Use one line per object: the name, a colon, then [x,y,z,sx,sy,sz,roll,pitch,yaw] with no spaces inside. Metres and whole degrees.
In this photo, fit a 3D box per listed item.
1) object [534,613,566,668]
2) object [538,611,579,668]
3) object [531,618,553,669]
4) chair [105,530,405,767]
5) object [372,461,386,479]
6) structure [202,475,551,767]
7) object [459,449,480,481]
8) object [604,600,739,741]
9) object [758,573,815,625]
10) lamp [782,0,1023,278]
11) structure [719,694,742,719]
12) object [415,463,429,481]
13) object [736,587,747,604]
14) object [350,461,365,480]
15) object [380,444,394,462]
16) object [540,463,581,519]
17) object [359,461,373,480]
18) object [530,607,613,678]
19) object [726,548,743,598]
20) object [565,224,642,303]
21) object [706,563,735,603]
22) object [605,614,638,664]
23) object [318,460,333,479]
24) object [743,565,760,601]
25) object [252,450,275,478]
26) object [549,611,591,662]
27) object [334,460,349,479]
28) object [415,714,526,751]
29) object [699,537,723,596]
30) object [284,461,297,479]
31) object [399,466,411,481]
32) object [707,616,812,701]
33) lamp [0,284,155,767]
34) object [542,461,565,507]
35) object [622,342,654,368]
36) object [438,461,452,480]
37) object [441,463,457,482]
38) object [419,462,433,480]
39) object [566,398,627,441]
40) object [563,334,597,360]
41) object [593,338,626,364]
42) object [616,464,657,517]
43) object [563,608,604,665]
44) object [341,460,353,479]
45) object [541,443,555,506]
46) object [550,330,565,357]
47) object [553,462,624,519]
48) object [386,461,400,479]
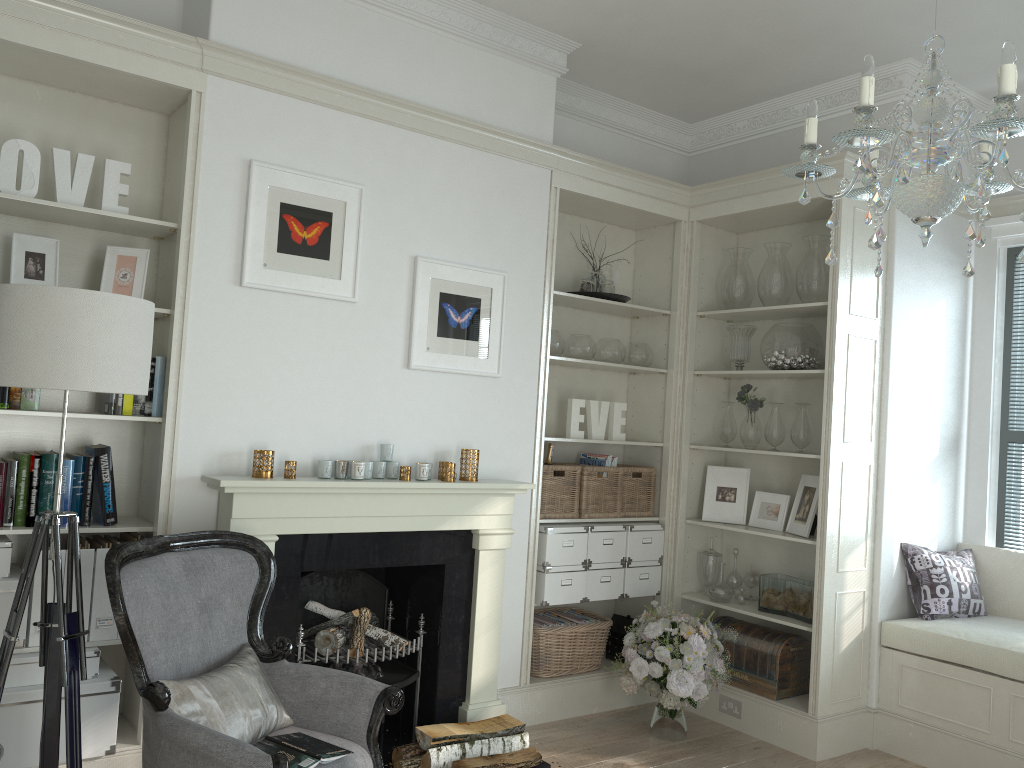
object: [0.161,1.326,4.576,0.088,0.238,0.274,5,-3,-36]
object: [0.227,1.332,4.624,0.088,0.238,0.274,5,-3,-37]
object: [0.097,1.321,4.539,0.088,0.238,0.274,5,-3,-36]
chair: [-0.824,1.011,2.711,0.763,1.024,0.778,3,-3,19]
object: [-0.562,0.363,3.735,0.060,0.073,0.060,3,-3,20]
structure: [-0.650,0.991,3.769,1.432,1.191,1.026,5,-3,-36]
object: [-0.190,0.363,3.969,0.087,0.140,0.090,4,-2,1]
object: [0.776,1.376,4.290,0.570,0.643,0.544,1,-3,45]
object: [1.428,1.074,4.440,0.171,0.180,0.387,5,-3,-36]
lamp: [1.016,-1.538,2.068,0.648,2.542,0.577,3,-3,24]
structure: [1.095,1.617,4.443,0.010,0.084,0.140,5,-3,-36]
object: [-0.385,0.376,3.788,0.060,0.073,0.060,3,-3,20]
object: [1.211,1.115,4.671,0.056,0.090,0.056,4,-2,-5]
object: [-0.627,0.353,3.598,0.060,0.073,0.060,3,-3,20]
object: [-0.531,0.292,3.761,0.060,0.073,0.060,3,-3,20]
object: [0.159,0.547,4.602,0.276,0.270,0.275,5,-3,-36]
object: [-0.605,0.357,3.660,0.060,0.073,0.060,4,-2,-13]
object: [0.230,1.345,4.628,0.554,0.263,0.408,5,-3,-36]
object: [1.219,1.032,4.851,0.088,0.271,0.088,5,-3,-31]
object: [0.488,-0.676,4.822,0.457,0.485,0.399,3,-2,4]
object: [1.111,1.056,4.722,0.148,0.200,0.148,3,-3,21]
object: [0.604,1.385,4.854,0.135,0.248,0.135,1,-3,44]
object: [-0.751,0.343,3.559,0.060,0.073,0.060,3,-3,20]
object: [1.303,1.078,4.821,0.094,0.188,0.094,3,-2,6]
object: [-0.958,0.309,3.417,0.080,0.104,0.080,3,-3,21]
object: [0.296,1.339,4.675,0.088,0.238,0.274,5,-3,-36]
object: [-0.692,0.348,3.590,0.060,0.073,0.060,3,-3,20]
object: [-0.167,1.461,3.691,0.459,0.083,0.150,5,-3,-34]
object: [1.092,1.002,4.877,0.129,0.315,0.129,5,-3,-31]
object: [-0.864,0.335,3.456,0.047,0.068,0.054,4,-2,-9]
object: [-0.450,0.377,3.739,0.050,0.058,0.052,4,-2,0]
object: [1.252,1.388,4.549,0.290,0.297,0.475,5,-3,-36]
lamp: [-1.301,0.616,2.492,0.429,1.739,0.429,4,-2,-3]
object: [0.182,0.500,4.546,0.095,0.332,0.284,2,-3,33]
object: [0.703,-0.157,4.962,0.185,0.140,0.185,4,-3,-17]
object: [-0.296,0.384,3.920,0.060,0.079,0.060,3,-3,21]
object: [-0.275,0.382,3.837,0.060,0.079,0.060,2,-3,25]
object: [-0.375,0.379,3.852,0.060,0.073,0.060,3,-3,20]
object: [0.457,0.194,4.753,0.393,0.207,0.039,5,-3,-36]
object: [0.356,-0.189,4.708,0.185,0.140,0.185,4,-3,-17]
object: [0.530,-0.173,4.835,0.185,0.140,0.185,4,-3,-17]
object: [0.603,0.589,4.941,0.276,0.270,0.275,5,-3,-36]
object: [0.362,1.345,4.724,0.088,0.238,0.274,5,-3,-37]
object: [-0.676,0.352,3.655,0.060,0.073,0.060,3,-3,20]
object: [0.166,0.492,4.687,0.127,0.361,0.094,5,-3,-36]
object: [0.183,-0.205,4.581,0.185,0.140,0.185,4,-3,-17]
object: [0.396,0.568,4.752,0.276,0.270,0.275,5,-3,-36]
object: [-0.509,0.368,3.776,0.060,0.073,0.060,3,-3,20]
